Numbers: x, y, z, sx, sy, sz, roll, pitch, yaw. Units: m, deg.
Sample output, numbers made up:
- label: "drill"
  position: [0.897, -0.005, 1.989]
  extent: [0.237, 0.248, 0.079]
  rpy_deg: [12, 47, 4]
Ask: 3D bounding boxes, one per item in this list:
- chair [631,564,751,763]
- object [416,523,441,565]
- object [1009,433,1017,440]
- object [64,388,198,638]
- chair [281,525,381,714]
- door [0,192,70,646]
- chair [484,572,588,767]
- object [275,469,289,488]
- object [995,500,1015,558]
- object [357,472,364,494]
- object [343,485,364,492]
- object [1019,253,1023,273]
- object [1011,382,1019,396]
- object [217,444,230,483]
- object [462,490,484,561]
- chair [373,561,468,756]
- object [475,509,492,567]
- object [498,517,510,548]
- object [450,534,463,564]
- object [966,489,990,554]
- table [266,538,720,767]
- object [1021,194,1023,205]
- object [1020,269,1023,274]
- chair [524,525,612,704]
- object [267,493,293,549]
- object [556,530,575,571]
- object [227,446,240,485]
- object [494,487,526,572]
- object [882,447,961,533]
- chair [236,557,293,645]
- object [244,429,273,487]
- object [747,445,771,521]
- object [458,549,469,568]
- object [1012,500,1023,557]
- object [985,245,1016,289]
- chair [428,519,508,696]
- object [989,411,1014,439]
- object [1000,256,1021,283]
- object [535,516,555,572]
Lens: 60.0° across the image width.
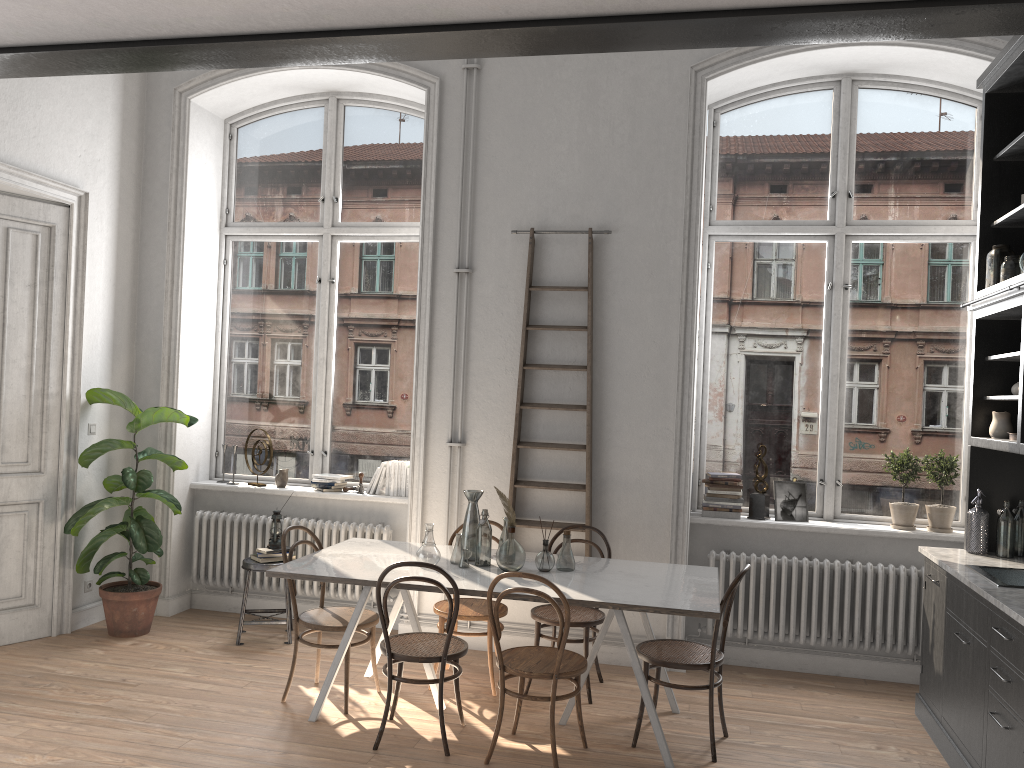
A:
- label: "chair"
  position: [0.895, 1.338, 4.444]
  extent: [0.549, 0.920, 0.438]
  rpy_deg: [2, 0, 25]
- label: "object"
  position: [-0.442, 0.853, 4.708]
  extent: [0.132, 0.219, 0.132]
  rpy_deg: [2, 0, 2]
- label: "object"
  position: [2.662, 0.276, 4.587]
  extent: [0.180, 0.037, 0.180]
  rpy_deg: [2, -1, -2]
- label: "object"
  position: [-0.111, 0.840, 5.159]
  extent: [5.826, 1.842, 0.792]
  rpy_deg: [2, 0, 18]
- label: "chair"
  position: [-1.000, 1.263, 4.891]
  extent: [0.549, 0.920, 0.438]
  rpy_deg: [2, 0, 21]
- label: "door"
  position: [-3.250, 0.222, 5.383]
  extent: [0.216, 2.814, 1.097]
  rpy_deg: [2, 0, 37]
- label: "chair"
  position: [0.120, 1.303, 4.184]
  extent: [0.438, 0.920, 0.549]
  rpy_deg: [2, 0, 24]
- label: "object"
  position: [-1.706, 0.694, 6.569]
  extent: [0.100, 0.142, 0.102]
  rpy_deg: [2, 0, -13]
- label: "object"
  position: [2.633, 0.772, 4.729]
  extent: [0.086, 0.301, 0.086]
  rpy_deg: [2, 0, -2]
- label: "object"
  position: [-1.090, 0.713, 6.395]
  extent: [0.048, 0.153, 0.088]
  rpy_deg: [2, 0, -17]
- label: "object"
  position: [-1.163, 0.763, 6.468]
  extent: [0.153, 0.048, 0.088]
  rpy_deg: [3, -1, -38]
- label: "object"
  position: [2.506, -0.697, 4.237]
  extent: [0.134, 0.357, 0.134]
  rpy_deg: [3, 0, -32]
- label: "object"
  position: [2.728, 0.021, 4.721]
  extent: [0.140, 0.100, 0.125]
  rpy_deg: [2, 0, -6]
- label: "object"
  position: [-2.182, 0.603, 6.718]
  extent: [0.095, 0.289, 0.095]
  rpy_deg: [2, 0, 44]
- label: "object"
  position: [-0.221, 0.783, 4.905]
  extent: [0.116, 0.383, 0.116]
  rpy_deg: [2, 0, 24]
- label: "chair"
  position: [-0.442, 1.281, 4.347]
  extent: [0.438, 0.920, 0.549]
  rpy_deg: [2, 0, 8]
- label: "object"
  position: [-0.151, 0.825, 4.775]
  extent: [0.086, 0.301, 0.086]
  rpy_deg: [2, 0, -2]
- label: "object"
  position: [-0.026, 0.854, 4.821]
  extent: [0.098, 0.255, 0.100]
  rpy_deg: [2, 0, -11]
- label: "object"
  position: [-0.290, 0.892, 4.804]
  extent: [0.083, 0.158, 0.083]
  rpy_deg: [2, 0, 8]
- label: "object"
  position: [2.532, 0.742, 4.818]
  extent: [0.109, 0.349, 0.109]
  rpy_deg: [2, 0, -6]
- label: "table"
  position: [-0.047, 1.370, 4.701]
  extent: [2.200, 0.780, 1.100]
  rpy_deg: [2, 0, 13]
- label: "object"
  position: [2.765, -0.946, 4.757]
  extent: [0.059, 0.135, 0.082]
  rpy_deg: [2, 0, 41]
- label: "object"
  position: [2.651, -0.584, 4.526]
  extent: [0.096, 0.150, 0.096]
  rpy_deg: [2, 0, 1]
- label: "chair"
  position: [0.345, 1.323, 5.214]
  extent: [0.438, 0.920, 0.549]
  rpy_deg: [2, 0, 20]
- label: "object"
  position: [-1.573, 0.920, 6.022]
  extent: [0.163, 0.383, 0.154]
  rpy_deg: [2, 0, -14]
- label: "object"
  position: [0.291, 0.888, 4.743]
  extent: [0.101, 0.212, 0.101]
  rpy_deg: [3, 0, -38]
- label: "object"
  position: [-2.080, 0.606, 6.637]
  extent: [0.095, 0.289, 0.095]
  rpy_deg: [2, 0, 35]
- label: "object"
  position: [0.000, 0.758, 4.651]
  extent: [0.156, 0.446, 0.157]
  rpy_deg: [2, 0, 31]
- label: "object"
  position: [2.599, 0.666, 5.634]
  extent: [0.500, 0.524, 0.234]
  rpy_deg: [2, 0, 2]
- label: "chair"
  position: [-1.650, 1.443, 5.966]
  extent: [0.364, 0.523, 0.360]
  rpy_deg: [2, 0, -14]
- label: "object"
  position: [-1.888, 0.546, 6.615]
  extent: [0.087, 0.425, 0.347]
  rpy_deg: [3, 0, -45]
- label: "object"
  position: [1.637, 0.645, 5.846]
  extent: [0.122, 0.488, 0.102]
  rpy_deg: [2, 0, 37]
- label: "object"
  position: [-0.253, 0.924, 4.698]
  extent: [0.058, 0.094, 0.058]
  rpy_deg: [2, 0, 41]
- label: "object"
  position: [2.743, 0.777, 4.785]
  extent: [0.086, 0.301, 0.086]
  rpy_deg: [2, 0, 27]
- label: "object"
  position: [2.634, -0.626, 4.781]
  extent: [0.118, 0.238, 0.118]
  rpy_deg: [2, 0, -2]
- label: "chair"
  position: [-0.231, 1.299, 5.262]
  extent: [0.438, 0.920, 0.549]
  rpy_deg: [2, 0, 11]
- label: "object"
  position: [2.630, 0.221, 4.756]
  extent: [0.127, 0.144, 0.115]
  rpy_deg: [2, 0, -9]
- label: "object"
  position: [2.620, -0.587, 4.638]
  extent: [0.114, 0.155, 0.114]
  rpy_deg: [2, 0, 16]
- label: "object"
  position: [0.178, 0.847, 4.691]
  extent: [0.107, 0.283, 0.107]
  rpy_deg: [2, 0, 8]
